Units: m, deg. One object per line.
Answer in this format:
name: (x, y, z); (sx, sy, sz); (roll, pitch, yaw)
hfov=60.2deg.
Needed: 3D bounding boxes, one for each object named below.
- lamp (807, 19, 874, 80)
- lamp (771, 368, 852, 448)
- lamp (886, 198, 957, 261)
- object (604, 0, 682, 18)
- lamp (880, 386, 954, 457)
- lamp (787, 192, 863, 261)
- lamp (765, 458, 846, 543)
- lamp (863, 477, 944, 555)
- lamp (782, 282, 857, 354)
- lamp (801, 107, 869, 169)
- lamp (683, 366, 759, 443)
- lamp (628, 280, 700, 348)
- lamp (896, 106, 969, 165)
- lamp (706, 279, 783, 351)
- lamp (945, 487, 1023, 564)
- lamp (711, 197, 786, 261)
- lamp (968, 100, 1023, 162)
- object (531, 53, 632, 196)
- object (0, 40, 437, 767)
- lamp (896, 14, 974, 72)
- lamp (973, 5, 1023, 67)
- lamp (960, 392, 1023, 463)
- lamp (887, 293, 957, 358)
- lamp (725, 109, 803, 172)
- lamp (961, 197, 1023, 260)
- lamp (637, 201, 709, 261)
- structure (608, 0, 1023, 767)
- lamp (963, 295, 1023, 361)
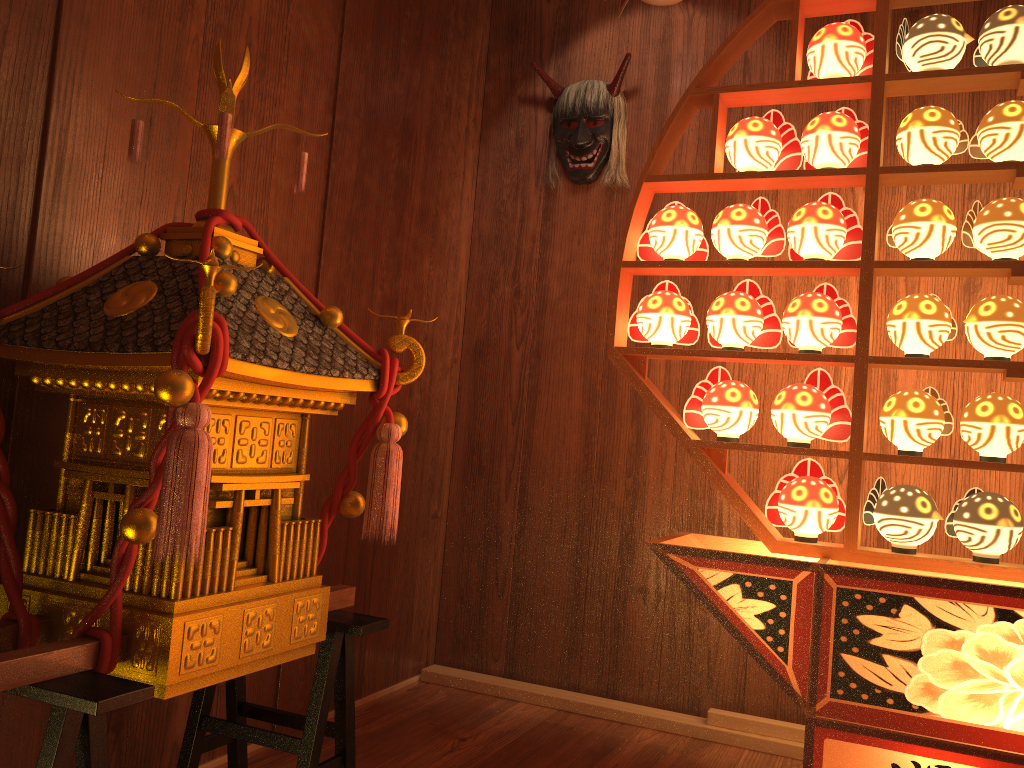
lamp: (0.787, -0.823, 2.151); (0.193, 0.200, 0.162); (2, -4, 39)
lamp: (0.685, 0.052, 2.107); (0.162, 0.200, 0.193); (8, -4, -41)
lamp: (0.952, -0.358, 2.036); (0.139, 0.167, 0.157); (4, -3, 4)
object: (0.354, -1.051, 2.078); (0.246, 0.311, 0.353); (8, -4, -40)
lamp: (0.908, 0.081, 2.018); (0.162, 0.167, 0.134); (7, -4, -36)
lamp: (0.733, -0.386, 2.131); (0.193, 0.200, 0.162); (2, -4, 39)
lamp: (0.699, 0.273, 2.084); (0.192, 0.197, 0.159); (4, -3, 13)
lamp: (0.900, 0.300, 2.003); (0.144, 0.167, 0.152); (7, -4, -36)
lamp: (0.716, -0.163, 2.116); (0.176, 0.192, 0.162); (2, -4, 39)
lamp: (0.768, -0.602, 2.137); (0.183, 0.195, 0.162); (2, -4, 39)
lamp: (0.542, 0.047, 2.174); (0.189, 0.194, 0.154); (6, -4, -16)
lamp: (0.388, -0.183, 2.252); (0.187, 0.195, 0.158); (4, -3, 9)
lamp: (0.963, -0.577, 2.058); (0.162, 0.167, 0.134); (7, -4, -36)
lamp: (0.549, -0.176, 2.185); (0.194, 0.200, 0.162); (2, -4, 34)
lamp: (1.046, 0.311, 1.937); (0.139, 0.161, 0.157); (4, -3, 4)
lamp: (0.562, -0.391, 2.204); (0.162, 0.191, 0.175); (7, -4, -36)
lamp: (1.127, -0.565, 1.988); (0.139, 0.161, 0.157); (4, -3, 4)
object: (0.236, -0.848, 2.958); (0.355, 0.454, 0.141); (3, -4, 23)
object: (-0.580, 0.130, 1.587); (0.592, 1.515, 0.829); (3, -4, 24)
lamp: (1.000, -0.794, 2.075); (0.151, 0.167, 0.144); (2, -4, 39)
lamp: (1.135, -0.785, 2.005); (0.137, 0.161, 0.159); (4, -3, 14)
lamp: (1.064, 0.093, 1.949); (0.136, 0.161, 0.161); (3, -4, 24)
lamp: (0.930, -0.138, 2.028); (0.134, 0.167, 0.162); (1, -5, 44)
lamp: (0.600, -0.614, 2.210); (0.162, 0.200, 0.193); (8, -4, -41)
lamp: (1.115, -0.345, 1.977); (0.144, 0.161, 0.152); (7, -4, -36)
lamp: (0.420, -0.397, 2.260); (0.189, 0.187, 0.157); (4, -3, 4)
structure: (1.151, -0.055, 1.932); (1.913, 2.196, 0.502); (3, -4, 23)
lamp: (1.079, -0.126, 1.974); (0.157, 0.161, 0.139); (5, -3, -1)
